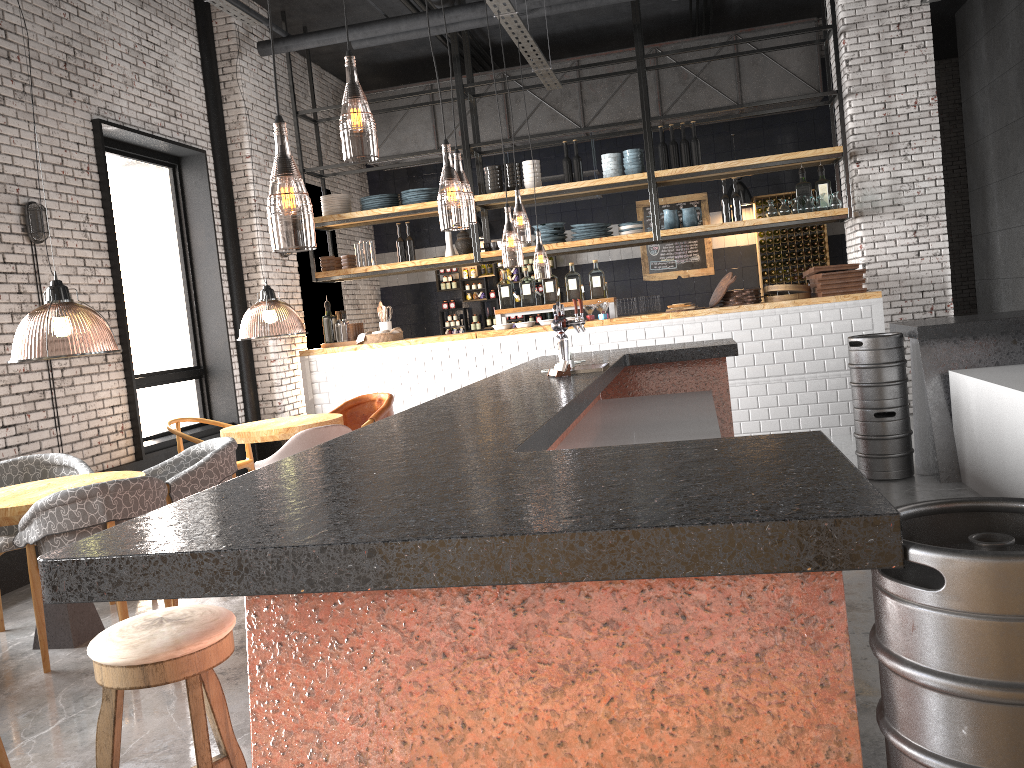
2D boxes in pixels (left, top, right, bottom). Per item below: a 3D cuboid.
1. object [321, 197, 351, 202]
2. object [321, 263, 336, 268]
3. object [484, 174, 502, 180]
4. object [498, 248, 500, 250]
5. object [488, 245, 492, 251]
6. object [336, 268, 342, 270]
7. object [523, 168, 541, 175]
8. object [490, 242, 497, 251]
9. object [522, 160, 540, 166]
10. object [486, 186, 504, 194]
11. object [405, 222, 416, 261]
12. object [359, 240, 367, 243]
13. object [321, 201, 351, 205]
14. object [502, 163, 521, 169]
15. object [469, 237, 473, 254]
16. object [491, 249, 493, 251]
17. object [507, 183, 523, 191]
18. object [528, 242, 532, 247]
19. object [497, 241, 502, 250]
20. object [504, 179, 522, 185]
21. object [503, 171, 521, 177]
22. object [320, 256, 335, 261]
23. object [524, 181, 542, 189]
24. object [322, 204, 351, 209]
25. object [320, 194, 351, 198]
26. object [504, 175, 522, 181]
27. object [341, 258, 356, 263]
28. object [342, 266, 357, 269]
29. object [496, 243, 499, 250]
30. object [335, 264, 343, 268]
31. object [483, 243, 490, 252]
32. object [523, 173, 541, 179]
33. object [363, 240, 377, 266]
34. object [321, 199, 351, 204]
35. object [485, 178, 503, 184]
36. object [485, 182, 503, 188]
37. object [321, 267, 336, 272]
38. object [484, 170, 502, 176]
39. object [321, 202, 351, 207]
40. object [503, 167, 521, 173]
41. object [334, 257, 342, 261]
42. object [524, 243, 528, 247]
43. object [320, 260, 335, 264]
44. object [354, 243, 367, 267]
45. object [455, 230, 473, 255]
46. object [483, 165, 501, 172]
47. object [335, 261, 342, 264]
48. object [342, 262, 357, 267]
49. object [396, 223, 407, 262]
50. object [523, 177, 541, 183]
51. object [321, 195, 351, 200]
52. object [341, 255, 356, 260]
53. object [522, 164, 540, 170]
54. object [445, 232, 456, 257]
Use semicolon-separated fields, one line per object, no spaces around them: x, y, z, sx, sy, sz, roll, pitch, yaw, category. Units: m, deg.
-1.986;-2.061;10.000;0.334;0.040;0.335;-6;4;2;object
-2.050;-1.326;9.945;0.157;0.053;0.168;-5;4;12;object
-0.197;-2.217;9.629;0.197;0.100;0.196;-8;5;-22;object
-0.147;-1.486;9.687;0.072;0.097;0.072;-3;5;44;object
-0.246;-1.468;9.588;0.072;0.097;0.072;-5;4;11;object
-1.980;-1.307;10.194;0.157;0.053;0.168;-5;4;12;object
0.216;-2.255;9.545;0.196;0.103;0.197;-4;5;28;object
-0.194;-1.464;9.458;0.072;0.097;0.072;-4;4;34;object
0.209;-2.343;9.540;0.196;0.103;0.196;-7;4;-10;object
-0.184;-2.085;9.639;0.196;0.102;0.197;-4;5;24;object
-1.156;-1.593;10.020;0.098;0.470;0.098;-7;3;-10;object
-1.636;-1.467;10.037;0.126;0.313;0.179;-3;5;44;object
-1.980;-2.023;10.002;0.334;0.038;0.335;-3;5;32;object
0.000;-2.324;9.583;0.196;0.102;0.196;-7;4;-12;object
-0.451;-1.528;9.874;0.203;0.212;0.203;-9;5;-40;object
-0.223;-1.479;9.703;0.072;0.097;0.072;-6;4;0;object
0.023;-2.104;9.597;0.197;0.104;0.196;-10;6;-42;object
0.184;-1.525;9.736;0.072;0.097;0.072;-5;4;12;object
-0.117;-1.470;9.442;0.072;0.097;0.072;-9;5;-38;object
0.018;-2.148;9.592;0.196;0.101;0.197;-4;5;31;object
0.008;-2.236;9.584;0.196;0.102;0.197;-4;5;22;object
-2.058;-1.402;9.941;0.157;0.053;0.168;-5;4;12;object
0.232;-2.123;9.546;0.196;0.105;0.196;-7;4;-10;object
-1.978;-1.988;10.004;0.334;0.038;0.335;-3;6;37;object
-1.988;-2.100;9.997;0.334;0.039;0.335;-6;4;3;object
0.015;-2.192;9.584;0.196;0.107;0.196;-7;4;-17;object
-1.862;-1.390;10.053;0.157;0.053;0.168;-5;5;17;object
-1.853;-1.310;10.058;0.157;0.053;0.168;-5;5;17;object
-0.171;-1.475;9.572;0.072;0.097;0.072;-6;4;-2;object
-1.984;-1.352;10.191;0.157;0.053;0.168;-5;4;12;object
-0.269;-1.457;9.474;0.072;0.097;0.072;-4;4;35;object
0.222;-2.211;9.542;0.197;0.104;0.196;-10;6;-43;object
-1.574;-1.446;9.878;0.118;0.293;0.169;-5;4;17;object
-1.983;-2.042;10.001;0.335;0.034;0.335;-7;5;-12;object
-0.193;-2.173;9.633;0.196;0.102;0.197;-2;6;41;object
-0.190;-2.129;9.636;0.197;0.104;0.196;-8;5;-24;object
-2.045;-1.281;9.948;0.157;0.053;0.168;-5;4;12;object
-0.198;-2.262;9.623;0.196;0.107;0.197;-3;5;40;object
-1.980;-2.004;10.004;0.335;0.043;0.334;-10;6;-39;object
0.004;-2.280;9.582;0.196;0.102;0.197;-6;4;5;object
-1.993;-1.429;10.187;0.157;0.053;0.168;-5;4;12;object
0.138;-1.503;9.508;0.072;0.097;0.072;-5;4;16;object
-2.053;-1.361;9.943;0.157;0.053;0.168;-5;4;12;object
-1.660;-1.419;9.788;0.106;0.264;0.152;-3;5;39;object
-0.527;-1.553;9.682;0.196;0.305;0.196;-9;5;-40;object
-0.209;-2.305;9.626;0.196;0.105;0.197;-3;5;33;object
-1.988;-1.387;10.189;0.157;0.053;0.168;-5;4;12;object
-1.858;-1.355;10.055;0.157;0.053;0.168;-5;5;17;object
-1.260;-1.584;10.042;0.098;0.470;0.098;-7;3;-10;object
0.225;-2.166;9.545;0.196;0.104;0.196;-7;4;-12;object
-1.987;-2.081;9.999;0.334;0.041;0.335;-5;4;8;object
-1.866;-1.431;10.051;0.157;0.053;0.168;-5;5;17;object
0.213;-2.298;9.539;0.196;0.100;0.197;-5;4;8;object
-0.692;-1.562;9.701;0.132;0.360;0.127;-3;4;37;object
